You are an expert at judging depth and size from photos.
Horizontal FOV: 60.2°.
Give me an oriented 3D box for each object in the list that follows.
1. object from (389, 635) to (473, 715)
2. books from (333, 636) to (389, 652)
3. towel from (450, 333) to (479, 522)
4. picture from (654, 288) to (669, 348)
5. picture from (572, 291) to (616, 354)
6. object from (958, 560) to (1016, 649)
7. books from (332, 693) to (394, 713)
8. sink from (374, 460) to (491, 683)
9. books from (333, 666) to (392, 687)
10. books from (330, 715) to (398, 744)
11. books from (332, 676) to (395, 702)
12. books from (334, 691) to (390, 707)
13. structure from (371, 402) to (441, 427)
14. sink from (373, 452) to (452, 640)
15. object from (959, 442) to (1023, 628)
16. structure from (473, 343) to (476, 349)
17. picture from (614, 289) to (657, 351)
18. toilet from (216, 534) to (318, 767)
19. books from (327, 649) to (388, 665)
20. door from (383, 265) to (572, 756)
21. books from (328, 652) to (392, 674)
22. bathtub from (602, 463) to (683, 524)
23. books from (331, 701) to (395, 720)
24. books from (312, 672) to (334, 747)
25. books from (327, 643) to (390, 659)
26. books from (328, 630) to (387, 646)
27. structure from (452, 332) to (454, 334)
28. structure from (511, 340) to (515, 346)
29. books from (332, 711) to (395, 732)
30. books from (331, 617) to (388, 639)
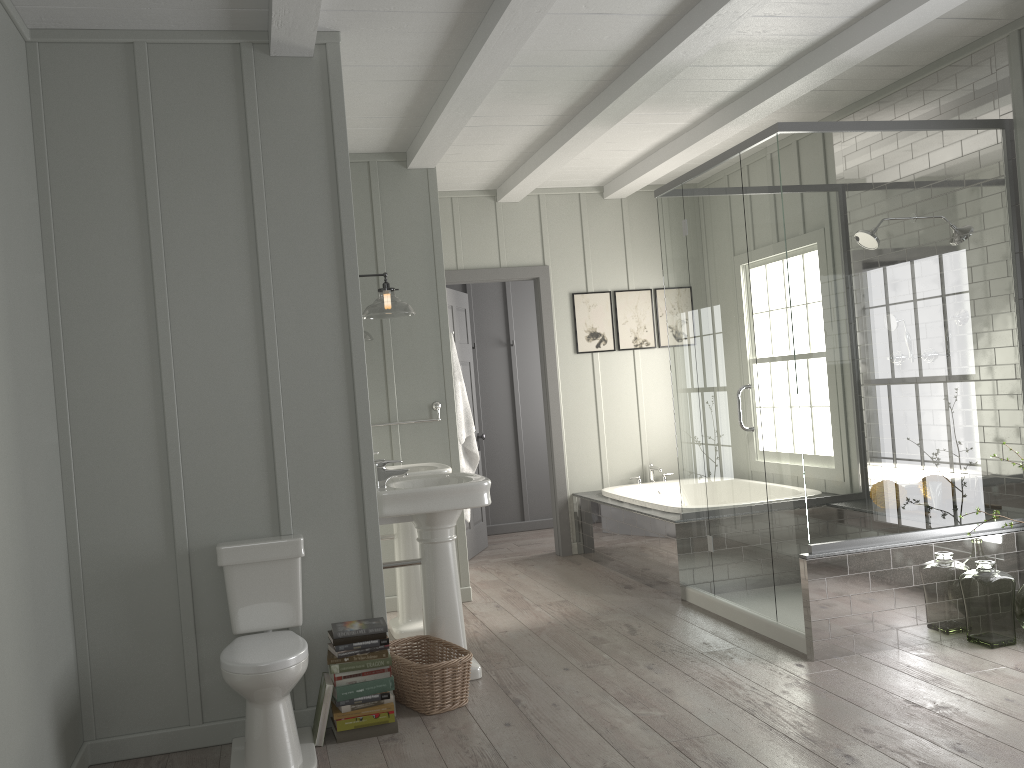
[{"bbox_3d":[-0.366,1.234,3.757,0.282,0.220,0.480,-5,0,-33],"label":"object"},{"bbox_3d":[-0.593,1.000,3.448,0.204,0.024,0.152,-5,0,-14],"label":"books"},{"bbox_3d":[-0.306,0.273,5.660,0.160,1.204,0.322,-5,0,-10],"label":"towel"},{"bbox_3d":[1.274,-0.521,6.884,0.308,0.461,0.012,-5,0,-12],"label":"picture"},{"bbox_3d":[0.625,-0.470,6.740,0.308,0.461,0.012,-5,0,-12],"label":"picture"},{"bbox_3d":[2.099,0.963,3.895,0.160,0.361,0.166,-5,0,-16],"label":"object"},{"bbox_3d":[-0.585,1.232,3.458,0.202,0.025,0.153,-4,0,-24],"label":"books"},{"bbox_3d":[-0.375,0.837,4.063,0.558,1.013,0.578,-5,0,-14],"label":"sink"},{"bbox_3d":[-0.598,1.118,3.456,0.219,0.052,0.158,-4,0,-19],"label":"books"},{"bbox_3d":[-0.579,1.334,3.459,0.235,0.049,0.167,-5,0,-17],"label":"books"},{"bbox_3d":[-0.593,1.170,3.451,0.223,0.053,0.163,-4,0,-24],"label":"books"},{"bbox_3d":[-0.588,1.208,3.446,0.204,0.024,0.152,-5,0,-14],"label":"books"},{"bbox_3d":[-0.716,0.190,5.359,0.593,0.123,0.055,-5,0,-12],"label":"structure"},{"bbox_3d":[-0.602,0.860,4.856,0.558,1.013,0.578,-5,0,-14],"label":"sink"},{"bbox_3d":[2.215,0.573,3.849,0.507,1.117,0.280,-5,0,-15],"label":"object"},{"bbox_3d":[-0.343,-0.337,7.889,0.019,0.051,0.138,-5,0,-16],"label":"structure"},{"bbox_3d":[0.950,-0.496,6.812,0.308,0.461,0.012,-5,0,-12],"label":"picture"},{"bbox_3d":[-0.891,0.990,3.233,0.326,0.787,0.533,-5,0,-15],"label":"toilet"},{"bbox_3d":[-0.602,1.049,3.448,0.230,0.024,0.150,-5,0,-8],"label":"books"},{"bbox_3d":[0.439,0.177,3.462,4.194,2.196,7.901,-5,0,-15],"label":"door"},{"bbox_3d":[-0.598,1.076,3.450,0.232,0.032,0.172,-5,0,-14],"label":"books"},{"bbox_3d":[1.292,0.831,6.046,1.033,0.490,1.585,-5,0,-15],"label":"bathtub"},{"bbox_3d":[-0.585,1.256,3.449,0.229,0.024,0.151,-5,0,-14],"label":"books"},{"bbox_3d":[-0.732,1.257,3.417,0.090,0.235,0.173,-5,0,-15],"label":"books"},{"bbox_3d":[-0.602,1.025,3.457,0.202,0.025,0.153,-4,0,-25],"label":"books"},{"bbox_3d":[-0.605,0.976,3.446,0.203,0.024,0.152,-4,0,-17],"label":"books"},{"bbox_3d":[-0.408,-0.319,5.638,0.078,0.056,0.057,-5,0,-14],"label":"structure"},{"bbox_3d":[-0.002,-0.364,7.972,0.019,0.051,0.138,-5,0,-16],"label":"structure"},{"bbox_3d":[-0.582,1.289,3.446,0.219,0.041,0.165,-5,0,-16],"label":"books"},{"bbox_3d":[-0.596,0.951,3.448,0.204,0.024,0.152,-5,0,-12],"label":"books"}]
